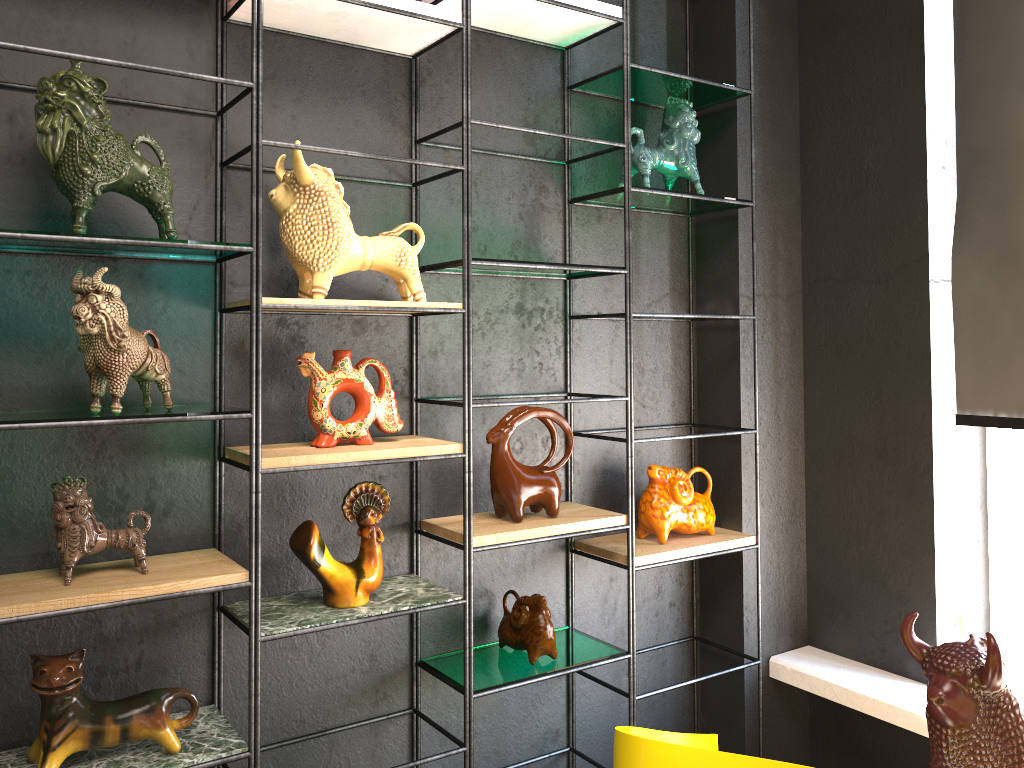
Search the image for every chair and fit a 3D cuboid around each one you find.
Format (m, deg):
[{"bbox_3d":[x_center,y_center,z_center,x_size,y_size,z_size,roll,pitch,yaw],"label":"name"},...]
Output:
[{"bbox_3d":[0.375,1.023,1.178,0.658,0.898,1.069,0,0,26],"label":"chair"}]

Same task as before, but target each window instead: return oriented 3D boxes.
[{"bbox_3d":[2.071,-0.693,1.748,0.051,3.173,2.307,1,-1,-34],"label":"window"}]

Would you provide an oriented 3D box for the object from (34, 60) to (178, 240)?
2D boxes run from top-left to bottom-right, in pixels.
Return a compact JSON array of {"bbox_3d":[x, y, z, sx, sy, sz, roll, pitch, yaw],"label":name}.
[{"bbox_3d":[-0.804,-0.458,1.754,0.255,0.357,0.167,0,-1,-29],"label":"object"}]

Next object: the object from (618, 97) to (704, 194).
[{"bbox_3d":[0.442,-0.709,2.613,0.289,0.333,0.152,0,-1,-41],"label":"object"}]

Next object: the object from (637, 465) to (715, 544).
[{"bbox_3d":[0.487,0.340,2.594,0.278,0.223,0.138,-1,0,-33],"label":"object"}]

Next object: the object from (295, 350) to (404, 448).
[{"bbox_3d":[-0.372,0.032,2.050,0.267,0.223,0.060,-1,-1,-33],"label":"object"}]

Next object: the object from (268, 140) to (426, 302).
[{"bbox_3d":[-0.374,-0.355,2.030,0.369,0.352,0.175,0,-1,-29],"label":"object"}]

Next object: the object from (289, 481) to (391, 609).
[{"bbox_3d":[-0.380,0.361,2.014,0.227,0.271,0.123,0,-1,-34],"label":"object"}]

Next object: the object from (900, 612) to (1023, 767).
[{"bbox_3d":[1.024,0.688,1.841,0.462,0.441,0.219,0,-1,-29],"label":"object"}]

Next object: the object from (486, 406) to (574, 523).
[{"bbox_3d":[0.038,0.204,2.300,0.249,0.291,0.114,0,-1,-34],"label":"object"}]

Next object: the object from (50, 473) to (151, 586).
[{"bbox_3d":[-0.812,0.280,1.751,0.183,0.211,0.096,0,-1,-31],"label":"object"}]

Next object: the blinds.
[{"bbox_3d":[-0.011,-0.847,3.510,3.522,3.311,12.713,0,2,-13],"label":"blinds"}]

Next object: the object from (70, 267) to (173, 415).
[{"bbox_3d":[-0.774,-0.082,1.735,0.131,0.280,0.207,-1,0,14],"label":"object"}]

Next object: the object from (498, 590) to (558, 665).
[{"bbox_3d":[0.035,0.621,2.310,0.105,0.169,0.210,0,0,-34],"label":"object"}]

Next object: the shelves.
[{"bbox_3d":[-0.594,-0.514,1.919,2.992,3.915,0.274,0,-2,-34],"label":"shelves"}]

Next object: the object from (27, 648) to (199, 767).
[{"bbox_3d":[-0.768,0.615,1.727,0.309,0.236,0.155,-1,0,-30],"label":"object"}]
